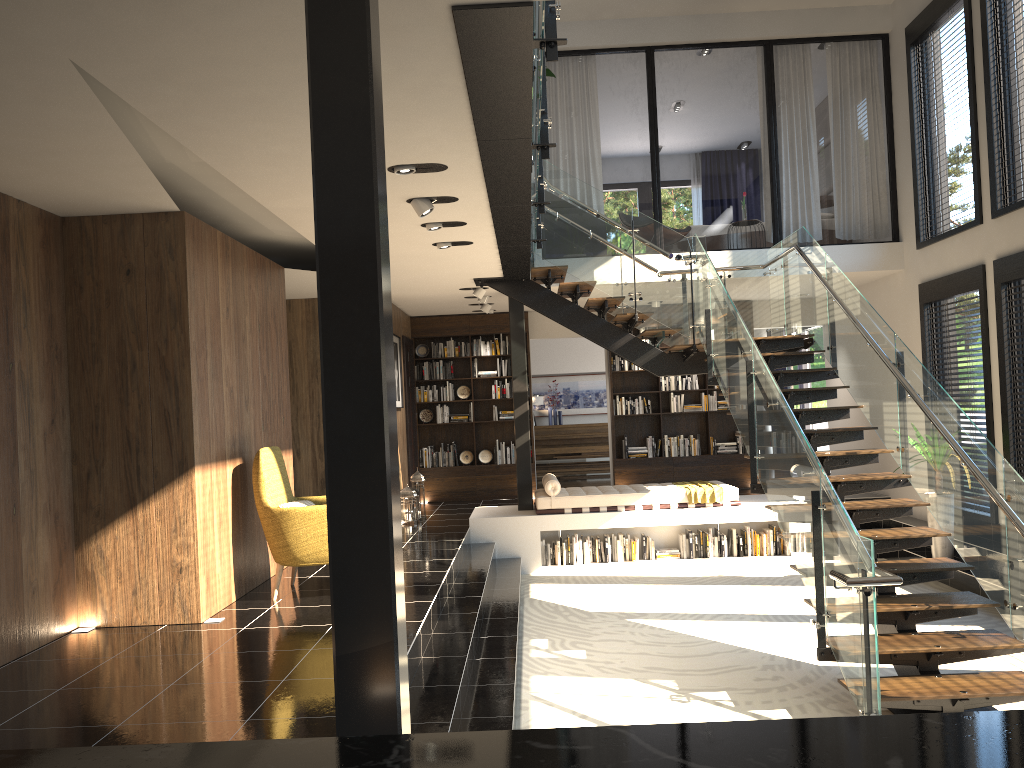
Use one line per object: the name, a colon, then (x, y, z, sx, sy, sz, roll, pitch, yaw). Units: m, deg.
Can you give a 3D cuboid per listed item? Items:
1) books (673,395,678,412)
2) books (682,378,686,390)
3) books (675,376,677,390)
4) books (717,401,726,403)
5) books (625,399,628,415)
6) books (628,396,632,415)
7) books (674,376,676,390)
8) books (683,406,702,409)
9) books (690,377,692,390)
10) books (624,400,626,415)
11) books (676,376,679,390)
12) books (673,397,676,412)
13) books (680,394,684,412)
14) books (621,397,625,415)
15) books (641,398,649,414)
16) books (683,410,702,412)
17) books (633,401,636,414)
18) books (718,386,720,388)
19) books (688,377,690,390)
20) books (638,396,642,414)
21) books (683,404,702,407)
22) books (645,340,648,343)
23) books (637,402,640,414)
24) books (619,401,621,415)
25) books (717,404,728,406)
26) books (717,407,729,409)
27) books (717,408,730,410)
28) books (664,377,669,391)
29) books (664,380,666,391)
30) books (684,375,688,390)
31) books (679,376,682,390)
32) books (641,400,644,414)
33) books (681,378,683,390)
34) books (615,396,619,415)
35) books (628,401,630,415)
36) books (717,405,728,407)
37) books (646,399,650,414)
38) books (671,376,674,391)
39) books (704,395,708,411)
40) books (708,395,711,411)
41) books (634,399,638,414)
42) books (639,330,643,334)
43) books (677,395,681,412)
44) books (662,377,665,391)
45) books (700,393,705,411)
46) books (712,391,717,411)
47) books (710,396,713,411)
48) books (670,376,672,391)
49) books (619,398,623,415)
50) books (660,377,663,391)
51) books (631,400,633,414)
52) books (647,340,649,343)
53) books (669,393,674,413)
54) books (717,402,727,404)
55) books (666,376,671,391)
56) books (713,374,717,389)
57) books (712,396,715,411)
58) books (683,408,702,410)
books: (2.359, 0.288, 12.795, 0.030, 0.245, 0.166, -3, -1, 1)
books: (2.474, 0.002, 12.815, 0.047, 0.171, 0.167, -3, -1, 1)
books: (2.360, -0.010, 12.819, 0.020, 0.206, 0.147, -3, -1, 1)
books: (3.083, 0.252, 12.792, 0.272, 0.022, 0.156, -3, -2, 0)
books: (1.656, 0.332, 12.840, 0.028, 0.227, 0.136, -3, -1, 1)
books: (1.707, 0.307, 12.835, 0.029, 0.272, 0.152, -3, -1, 1)
books: (2.337, -0.006, 12.822, 0.026, 0.201, 0.146, -3, -1, 1)
books: (2.591, 0.337, 12.792, 0.261, 0.024, 0.167, -3, -2, -2)
books: (2.568, -0.010, 12.808, 0.024, 0.187, 0.148, -3, -1, 1)
books: (1.632, 0.343, 12.840, 0.022, 0.207, 0.130, -3, -1, 1)
books: (2.384, -0.030, 12.805, 0.030, 0.244, 0.142, -3, -1, 1)
books: (2.332, 0.301, 12.764, 0.023, 0.218, 0.196, -3, -1, 1)
books: (2.443, 0.276, 12.800, 0.067, 0.261, 0.159, -3, -1, 1)
books: (1.604, 0.318, 12.828, 0.029, 0.258, 0.181, -3, -1, 1)
books: (1.922, 0.314, 12.821, 0.070, 0.236, 0.206, -3, -1, 1)
books: (2.594, 0.387, 12.796, 0.274, 0.025, 0.156, -3, -2, -2)
books: (1.761, 0.344, 12.841, 0.033, 0.193, 0.172, -3, -1, 1)
books: (2.978, -0.032, 12.813, 0.026, 0.196, 0.148, -3, -1, 1)
books: (2.543, -0.005, 12.798, 0.027, 0.179, 0.164, -3, -1, 1)
books: (1.847, 0.308, 12.817, 0.029, 0.256, 0.167, -3, -1, 1)
books: (2.590, 0.312, 12.797, 0.274, 0.025, 0.156, -3, -2, 4)
books: (1.934, -0.653, 12.836, 0.029, 0.272, 0.173, -3, -1, 1)
books: (1.822, 0.352, 12.838, 0.027, 0.171, 0.146, -3, -1, 1)
books: (1.554, 0.350, 12.827, 0.028, 0.199, 0.175, -3, -1, 1)
books: (3.085, 0.294, 12.786, 0.268, 0.022, 0.156, -3, -2, -3)
books: (3.087, 0.338, 12.787, 0.274, 0.022, 0.156, -3, -2, -2)
books: (3.088, 0.362, 12.775, 0.288, 0.026, 0.175, -3, -2, 5)
books: (2.231, 0.000, 12.808, 0.024, 0.197, 0.175, -3, -1, 1)
books: (2.206, 0.019, 12.821, 0.027, 0.162, 0.125, -3, -1, 1)
books: (2.511, -0.046, 12.806, 0.032, 0.265, 0.149, -3, -1, 1)
books: (2.413, -0.026, 12.793, 0.028, 0.231, 0.167, -3, -1, 1)
books: (1.878, 0.333, 12.841, 0.030, 0.205, 0.170, -3, -1, 1)
books: (2.439, 0.001, 12.813, 0.021, 0.176, 0.161, -3, -1, 1)
books: (1.524, 0.310, 12.830, 0.028, 0.282, 0.169, -3, -1, 1)
books: (1.682, 0.345, 12.831, 0.024, 0.197, 0.173, -3, -1, 1)
books: (3.086, 0.317, 12.797, 0.247, 0.022, 0.148, -3, -2, 2)
books: (1.972, 0.325, 12.823, 0.028, 0.210, 0.169, -3, -1, 1)
books: (2.308, -0.034, 12.801, 0.028, 0.258, 0.208, -3, -1, 1)
books: (2.783, 0.275, 12.806, 0.037, 0.232, 0.231, -3, -1, 1)
books: (2.835, 0.271, 12.800, 0.025, 0.232, 0.156, -3, -1, 1)
books: (1.792, 0.328, 12.828, 0.030, 0.221, 0.190, -3, -1, 1)
books: (1.869, -0.656, 12.826, 0.030, 0.284, 0.176, -3, -1, 1)
books: (2.391, 0.286, 12.770, 0.036, 0.244, 0.194, -3, -1, 1)
books: (2.175, -0.034, 12.823, 0.031, 0.272, 0.158, -3, -1, 1)
books: (2.751, 0.261, 12.796, 0.026, 0.263, 0.156, -3, -1, 1)
books: (2.917, 0.244, 12.779, 0.031, 0.277, 0.168, -3, -1, 1)
books: (2.862, 0.279, 12.787, 0.029, 0.214, 0.149, -3, -1, 1)
books: (2.282, -0.023, 12.808, 0.027, 0.239, 0.153, -3, -1, 1)
books: (1.579, 0.326, 12.847, 0.023, 0.245, 0.159, -3, -1, 1)
books: (2.145, -0.011, 12.825, 0.030, 0.228, 0.176, -3, -1, 1)
books: (1.734, 0.334, 12.847, 0.021, 0.216, 0.170, -3, -1, 1)
books: (1.957, -0.670, 12.843, 0.019, 0.303, 0.129, -3, -1, 1)
books: (2.304, 0.271, 12.800, 0.030, 0.284, 0.176, -3, -1, 1)
books: (3.084, 0.273, 12.785, 0.260, 0.021, 0.167, -3, -2, -1)
books: (2.255, -0.016, 12.800, 0.027, 0.228, 0.208, -3, -1, 1)
books: (2.930, -0.041, 12.834, 0.024, 0.219, 0.174, -3, -1, 1)
books: (2.890, 0.279, 12.768, 0.026, 0.209, 0.184, -3, -1, 1)
books: (2.593, 0.361, 12.794, 0.275, 0.025, 0.156, -3, -2, -3)
